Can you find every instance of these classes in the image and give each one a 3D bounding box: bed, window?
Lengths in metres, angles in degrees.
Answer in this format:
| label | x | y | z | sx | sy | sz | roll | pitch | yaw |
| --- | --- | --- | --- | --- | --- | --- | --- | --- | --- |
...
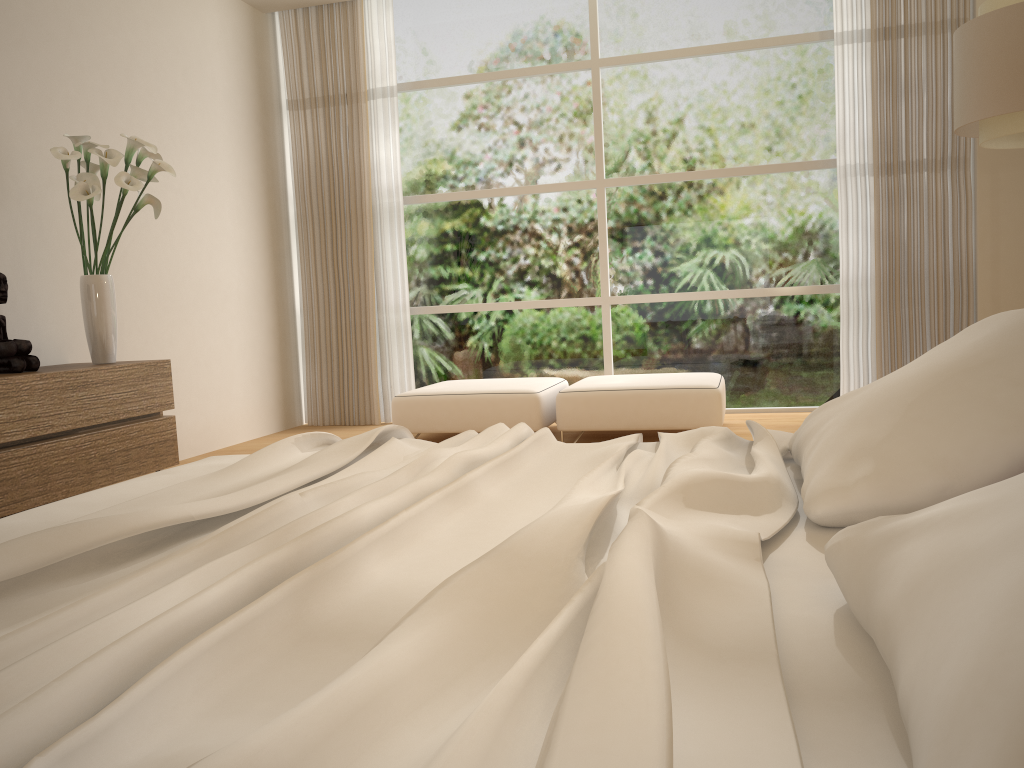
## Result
| label | x | y | z | sx | sy | sz | roll | pitch | yaw |
| --- | --- | --- | --- | --- | --- | --- | --- | --- | --- |
| bed | -0.041 | 0.435 | 1.359 | 2.535 | 0.570 | 2.599 | -2 | 5 | 15 |
| window | 0.641 | -1.447 | 6.417 | 4.781 | 3.371 | 0.071 | -2 | 5 | 15 |

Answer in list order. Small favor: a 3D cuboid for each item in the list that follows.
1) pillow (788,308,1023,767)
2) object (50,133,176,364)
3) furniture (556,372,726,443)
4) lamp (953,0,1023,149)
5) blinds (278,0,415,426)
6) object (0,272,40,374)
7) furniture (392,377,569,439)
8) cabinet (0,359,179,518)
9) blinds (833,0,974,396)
| label | x | y | z | sx | sy | sz | roll | pitch | yaw |
| --- | --- | --- | --- | --- | --- | --- | --- | --- | --- |
| pillow | 0.687 | 0.086 | 1.175 | 0.561 | 0.339 | 1.720 | -2 | 5 | 15 |
| object | -1.855 | -0.644 | 4.192 | 0.515 | 1.085 | 0.608 | -6 | 6 | -27 |
| furniture | 0.830 | 0.139 | 5.521 | 0.965 | 0.346 | 0.964 | -2 | 5 | 15 |
| lamp | 2.344 | -0.633 | 3.827 | 0.817 | 2.018 | 0.817 | -6 | 6 | -32 |
| blinds | -1.262 | -1.360 | 6.659 | 0.950 | 3.352 | 0.211 | -2 | 5 | 14 |
| object | -2.199 | -0.272 | 3.807 | 0.282 | 0.453 | 0.181 | -2 | 5 | 15 |
| furniture | -0.171 | 0.168 | 5.787 | 0.965 | 0.346 | 0.964 | -2 | 5 | 15 |
| cabinet | -2.438 | 0.393 | 2.739 | 0.588 | 0.662 | 3.713 | -2 | 5 | 15 |
| blinds | 2.476 | -1.465 | 5.612 | 0.814 | 3.351 | 0.202 | -2 | 5 | 14 |
